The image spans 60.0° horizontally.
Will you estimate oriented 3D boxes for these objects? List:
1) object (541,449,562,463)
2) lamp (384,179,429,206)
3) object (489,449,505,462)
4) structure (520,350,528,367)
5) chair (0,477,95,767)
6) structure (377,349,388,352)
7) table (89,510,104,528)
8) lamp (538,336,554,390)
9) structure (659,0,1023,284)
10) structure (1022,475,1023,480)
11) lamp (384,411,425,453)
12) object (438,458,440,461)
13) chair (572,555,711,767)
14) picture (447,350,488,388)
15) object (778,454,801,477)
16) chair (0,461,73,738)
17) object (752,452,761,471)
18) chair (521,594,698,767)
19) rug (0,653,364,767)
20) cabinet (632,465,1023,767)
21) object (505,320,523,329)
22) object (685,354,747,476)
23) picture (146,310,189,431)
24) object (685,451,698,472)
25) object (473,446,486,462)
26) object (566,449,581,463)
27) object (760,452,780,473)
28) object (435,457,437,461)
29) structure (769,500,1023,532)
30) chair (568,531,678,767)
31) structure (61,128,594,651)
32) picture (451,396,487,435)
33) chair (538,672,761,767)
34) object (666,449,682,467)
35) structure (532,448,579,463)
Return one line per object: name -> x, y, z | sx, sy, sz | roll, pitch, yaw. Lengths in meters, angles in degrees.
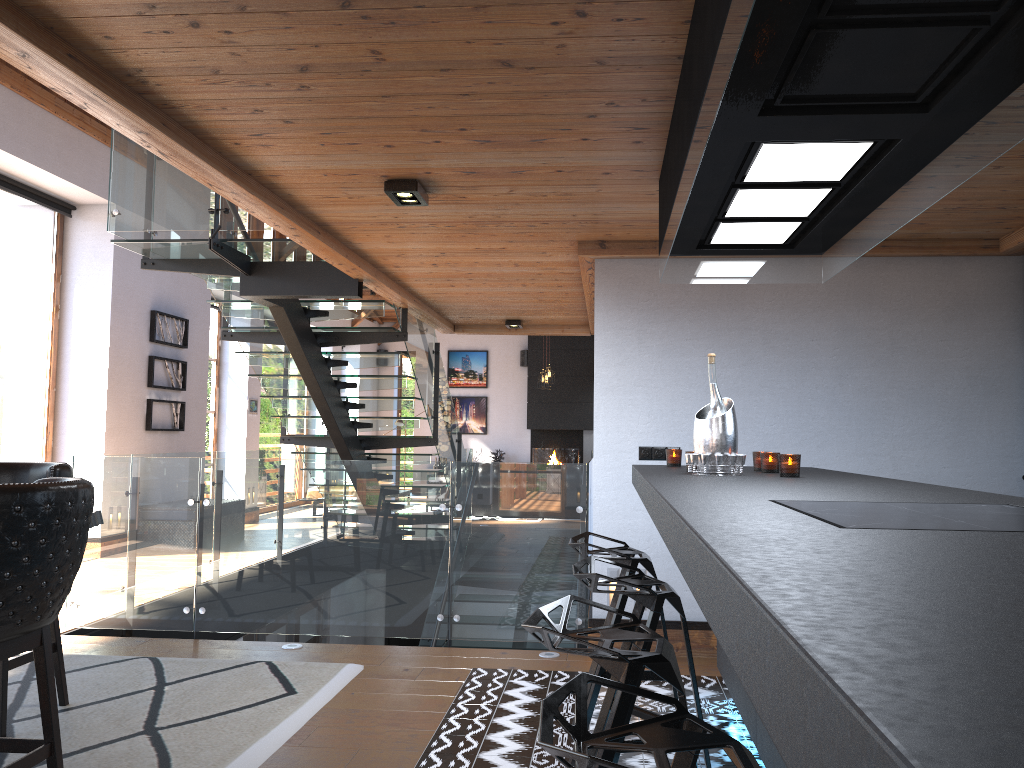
object -> 0.734, 1.403, 15.340 | 0.403, 0.809, 0.623 | 0, -4, 17
lamp -> -0.485, -0.888, 4.095 | 0.155, 0.068, 0.261 | 0, -3, 6
object -> -0.298, 1.587, 18.647 | 0.338, 0.455, 0.337 | -2, -5, 31
structure -> 0.276, -0.546, 18.956 | 0.213, 0.350, 0.214 | 0, -4, 5
chair -> -1.531, 0.821, 2.522 | 0.567, 1.093, 0.504 | 0, -4, 4
structure -> -2.808, -0.568, 19.215 | 0.213, 0.350, 0.214 | 0, -4, 5
table -> -2.419, 0.861, 1.839 | 1.426, 0.950, 3.801 | 0, -3, 6
lamp -> 0.621, -1.018, 16.148 | 0.262, 2.204, 0.801 | 1, -4, -3
structure -> 0.833, -0.776, 2.307 | 0.709, 0.476, 3.254 | 0, -3, 6
structure -> 2.926, 0.155, 4.669 | 0.255, 0.946, 0.598 | 0, -4, 6
lamp -> -2.109, 1.340, 17.939 | 0.522, 1.901, 1.334 | -1, -4, 27
object -> -1.184, 1.338, 14.406 | 0.089, 0.286, 0.086 | 5, -6, -45
chair -> 0.420, 0.985, 2.752 | 0.469, 0.840, 0.539 | 1, -4, 3
picture -> -0.958, -0.318, 19.121 | 0.877, 0.817, 0.036 | 0, -4, 5
object -> 0.997, 0.293, 3.182 | 0.080, 0.081, 0.078 | 3, -4, -29
chair -> -2.230, 0.891, 3.830 | 0.503, 1.093, 0.568 | 0, -4, 5
object -> 1.058, 0.328, 3.751 | 0.080, 0.081, 0.078 | 3, -4, -29
chair -> 0.264, 0.937, 1.979 | 0.467, 0.840, 0.541 | 0, -4, 12
rug -> -2.330, 1.335, 2.121 | 2.546, 0.047, 5.638 | 0, -3, 6
cabinet -> 0.782, 0.814, 2.005 | 0.887, 1.105, 4.807 | 0, -3, 6
object -> 0.023, -0.600, 8.809 | 0.155, 0.068, 0.261 | 0, -3, 6
object -> 0.766, 0.114, 3.338 | 0.225, 0.453, 0.225 | 0, -4, 5
picture -> -3.882, -0.127, 10.006 | 0.059, 1.313, 0.775 | 0, -4, 6
object -> 0.740, 0.314, 3.584 | 0.080, 0.081, 0.078 | 3, -4, -29
object -> -0.738, 1.553, 18.621 | 0.261, 0.533, 0.423 | 3, -4, -25
object -> 1.242, 1.827, 18.010 | 0.311, 1.018, 0.304 | 4, -5, -39
object -> 1.038, 0.316, 3.563 | 0.080, 0.081, 0.078 | 3, -4, -29
object -> -1.242, 1.342, 14.477 | 0.087, 0.286, 0.088 | -1, -4, 18
structure -> 0.780, 0.246, 1.617 | 0.503, 0.017, 0.611 | 0, -3, 6
chair -> 0.458, 1.031, 3.507 | 0.468, 0.840, 0.539 | 0, -4, 6
structure -> -3.698, 1.244, 7.291 | 9.191, 6.405, 11.039 | 0, -4, 6
picture -> -0.972, 0.675, 19.048 | 0.877, 0.817, 0.036 | 0, -4, 5
chair -> 0.269, 0.894, 1.263 | 0.469, 0.840, 0.539 | 1, -4, 3
object -> 0.777, 0.354, 4.255 | 0.078, 0.081, 0.080 | -3, -5, 40
structure -> 0.905, 1.595, 18.432 | 0.980, 0.515, 0.183 | 0, -4, 5
